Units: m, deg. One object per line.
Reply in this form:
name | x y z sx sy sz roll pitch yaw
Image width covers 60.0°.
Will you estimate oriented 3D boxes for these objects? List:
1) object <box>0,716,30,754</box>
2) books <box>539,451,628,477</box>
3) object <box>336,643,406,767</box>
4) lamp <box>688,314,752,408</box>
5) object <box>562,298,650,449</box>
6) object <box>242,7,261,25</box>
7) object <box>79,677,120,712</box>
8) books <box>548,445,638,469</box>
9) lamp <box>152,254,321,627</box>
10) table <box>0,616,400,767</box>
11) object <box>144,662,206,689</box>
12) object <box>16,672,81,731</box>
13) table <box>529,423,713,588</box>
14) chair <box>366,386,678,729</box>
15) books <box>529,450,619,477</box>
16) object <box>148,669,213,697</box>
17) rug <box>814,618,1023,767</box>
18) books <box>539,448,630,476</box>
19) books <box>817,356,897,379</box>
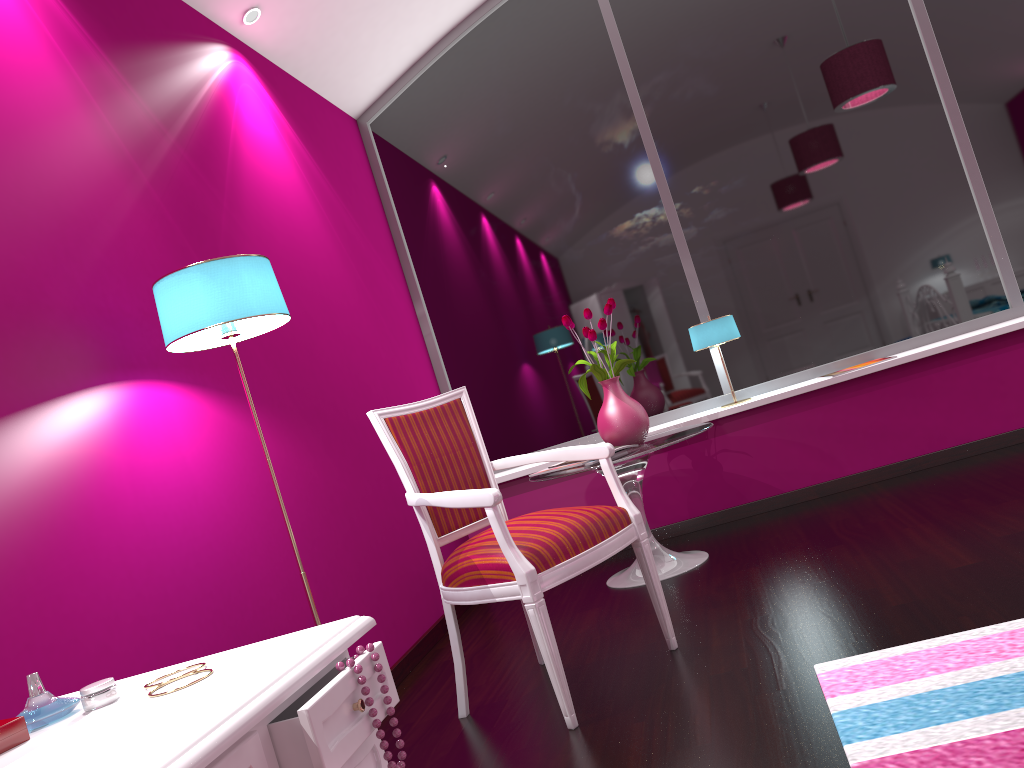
object | -0.590 0.394 0.936 0.075 0.027 0.122 -18 -2 27
books | 0.274 0.312 3.444 0.220 0.007 0.300 -16 -2 -34
object | -0.157 0.373 1.004 0.032 0.143 0.063 -18 -2 12
lamp | 0.996 -0.114 4.200 0.229 0.438 0.229 -16 -2 -33
object | 0.387 -0.030 3.634 0.264 0.614 0.242 -17 -2 -15
object | -1.013 -1.429 3.424 0.085 0.058 0.080 -18 -2 12
object | -0.485 0.365 1.042 0.040 0.026 0.040 -18 -2 12
books | 0.316 0.285 3.467 0.221 0.020 0.300 -16 -2 -37
lamp | -0.541 0.343 2.143 0.303 1.352 0.303 -18 -2 22
table | -0.401 0.653 0.747 0.526 0.592 0.856 -18 -2 12
object | -0.406 0.351 1.069 0.073 0.006 0.073 -16 -2 -25
object | -0.557 0.370 1.044 0.082 0.060 0.059 -16 -2 -32
table | 0.510 0.508 3.577 0.771 0.500 0.770 -16 -2 -34
chair | 0.019 0.416 2.491 0.511 0.901 0.528 -19 -2 42
books | 0.241 0.309 3.467 0.220 0.007 0.300 -16 -2 -43
object | -0.381 0.344 1.021 0.073 0.003 0.073 -18 -2 23
rug | 1.134 0.481 0.879 1.400 0.018 2.100 -18 -2 12
books | 0.280 0.303 3.445 0.220 0.007 0.300 -16 -2 -42
books | 1.570 -0.074 4.049 0.300 0.007 0.220 -17 -2 1
